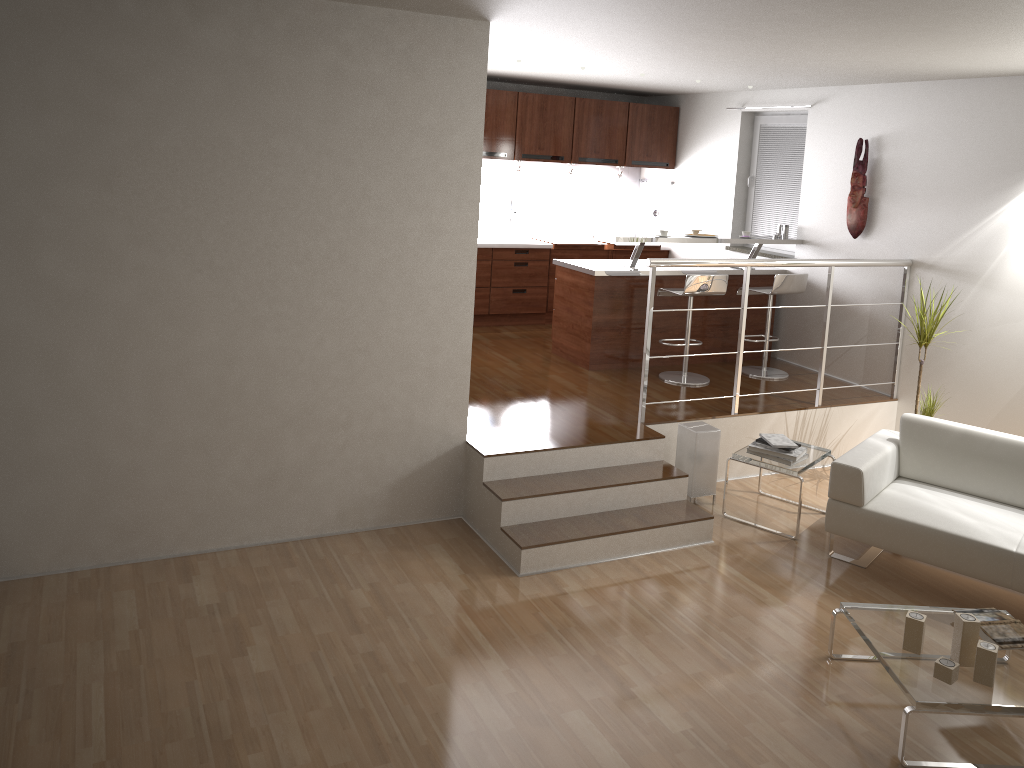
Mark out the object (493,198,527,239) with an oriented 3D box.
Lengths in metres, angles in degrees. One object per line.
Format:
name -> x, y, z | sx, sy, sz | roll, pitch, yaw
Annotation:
object -> -0.001, -1.669, 8.814 | 0.330, 0.397, 0.167 | -1, 9, -26

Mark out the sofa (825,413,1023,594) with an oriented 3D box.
sofa -> 2.644, 0.722, 4.465 | 1.809, 0.724, 0.916 | 14, 15, 38

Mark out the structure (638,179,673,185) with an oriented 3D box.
structure -> 1.525, -2.148, 9.305 | 0.048, 0.033, 0.613 | -2, 16, -25

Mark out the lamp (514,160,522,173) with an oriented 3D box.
lamp -> 0.056, -2.084, 8.403 | 0.080, 0.122, 0.082 | 5, 9, 13

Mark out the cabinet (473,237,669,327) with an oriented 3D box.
cabinet -> -0.090, -1.027, 8.658 | 3.507, 0.783, 0.696 | -4, 12, -26

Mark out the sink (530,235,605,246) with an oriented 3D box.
sink -> 0.558, -1.397, 8.946 | 0.601, 0.195, 0.616 | -3, 15, -26

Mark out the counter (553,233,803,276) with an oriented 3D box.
counter -> 1.476, -1.120, 7.417 | 2.105, 0.311, 0.860 | -4, 15, -26

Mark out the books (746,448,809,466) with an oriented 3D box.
books -> 1.586, 0.413, 5.235 | 0.292, 0.026, 0.229 | 17, 20, 42

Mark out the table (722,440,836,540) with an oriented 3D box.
table -> 1.630, 0.605, 5.332 | 0.471, 0.392, 0.557 | 12, 15, 38

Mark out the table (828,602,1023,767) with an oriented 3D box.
table -> 1.785, 1.178, 3.471 | 0.794, 0.244, 0.720 | 3, 14, -1

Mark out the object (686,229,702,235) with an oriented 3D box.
object -> 1.499, -1.230, 7.116 | 0.140, 0.041, 0.133 | -3, 15, -24

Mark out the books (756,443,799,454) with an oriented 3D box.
books -> 1.589, 0.366, 5.230 | 0.219, 0.014, 0.154 | 13, 17, 32

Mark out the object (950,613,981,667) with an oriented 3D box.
object -> 1.745, 0.978, 3.370 | 0.067, 0.193, 0.068 | 3, 7, -1

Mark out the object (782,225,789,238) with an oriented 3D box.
object -> 2.342, -1.305, 7.492 | 0.053, 0.109, 0.053 | -3, 10, -42

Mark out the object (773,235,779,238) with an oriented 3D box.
object -> 2.260, -1.266, 7.502 | 0.051, 0.019, 0.052 | -2, 15, -23

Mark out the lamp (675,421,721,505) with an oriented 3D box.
lamp -> 1.156, 0.499, 5.475 | 0.192, 0.471, 0.203 | 0, 8, -26

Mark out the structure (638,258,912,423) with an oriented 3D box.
structure -> 1.858, -0.339, 6.005 | 2.326, 1.031, 0.058 | -3, 8, -26

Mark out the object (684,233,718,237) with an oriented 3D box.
object -> 1.549, -1.213, 7.152 | 0.309, 0.010, 0.224 | -3, 16, -23

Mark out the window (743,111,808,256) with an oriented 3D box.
window -> 2.418, -1.815, 7.888 | 0.142, 1.242, 0.862 | 1, 9, -26

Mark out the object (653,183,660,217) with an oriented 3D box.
object -> 1.541, -1.942, 9.241 | 0.043, 0.358, 0.092 | 0, 7, -27

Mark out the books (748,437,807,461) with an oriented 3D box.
books -> 1.588, 0.387, 5.232 | 0.291, 0.026, 0.230 | 13, 17, 32

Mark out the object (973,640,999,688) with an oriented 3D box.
object -> 1.762, 1.032, 3.255 | 0.068, 0.148, 0.068 | 8, 9, 33

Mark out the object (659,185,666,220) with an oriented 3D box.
object -> 1.574, -1.900, 9.122 | 0.024, 0.374, 0.073 | 1, 7, -26

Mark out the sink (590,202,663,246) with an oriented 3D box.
sink -> 1.159, -1.621, 9.215 | 0.672, 0.567, 0.615 | -2, 12, -26

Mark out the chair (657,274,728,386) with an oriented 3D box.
chair -> 1.358, -0.448, 6.696 | 0.388, 0.831, 0.435 | 0, 8, -22

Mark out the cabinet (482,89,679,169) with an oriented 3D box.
cabinet -> 0.346, -2.524, 8.690 | 2.721, 0.623, 0.666 | -4, 13, -26

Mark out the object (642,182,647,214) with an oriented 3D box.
object -> 1.427, -1.996, 9.443 | 0.008, 0.370, 0.034 | 1, 7, -26

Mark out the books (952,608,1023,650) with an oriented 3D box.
books -> 1.996, 1.002, 3.600 | 0.203, 0.055, 0.300 | 1, 15, -11

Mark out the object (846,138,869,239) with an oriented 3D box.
object -> 2.706, -1.521, 6.826 | 0.152, 0.774, 0.153 | 6, 7, 18

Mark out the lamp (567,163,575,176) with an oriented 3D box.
lamp -> 0.577, -2.120, 8.658 | 0.080, 0.122, 0.082 | 5, 9, 13

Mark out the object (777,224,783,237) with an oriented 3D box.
object -> 2.311, -1.319, 7.542 | 0.053, 0.107, 0.053 | -3, 10, -42

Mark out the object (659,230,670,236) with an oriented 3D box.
object -> 1.195, -1.181, 6.867 | 0.079, 0.045, 0.068 | 7, 13, 17

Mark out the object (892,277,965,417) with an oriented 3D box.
object -> 2.670, 0.021, 5.749 | 0.501, 1.445, 0.449 | 2, 7, -14

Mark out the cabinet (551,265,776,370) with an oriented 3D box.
cabinet -> 1.313, -0.610, 7.487 | 1.850, 0.735, 0.648 | -3, 12, -26

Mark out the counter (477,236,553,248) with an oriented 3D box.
counter -> -0.696, -1.356, 8.311 | 2.105, 0.039, 0.698 | -4, 16, -26

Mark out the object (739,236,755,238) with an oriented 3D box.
object -> 1.938, -1.221, 7.274 | 0.142, 0.008, 0.131 | 17, 20, 41

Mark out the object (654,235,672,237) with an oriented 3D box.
object -> 1.177, -1.159, 6.866 | 0.129, 0.008, 0.144 | -3, 16, -23

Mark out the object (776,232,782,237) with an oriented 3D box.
object -> 2.282, -1.275, 7.488 | 0.051, 0.044, 0.052 | 8, 12, 20

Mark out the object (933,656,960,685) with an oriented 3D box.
object -> 1.618, 1.061, 3.261 | 0.067, 0.073, 0.068 | -5, 13, -41

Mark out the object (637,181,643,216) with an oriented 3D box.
object -> 1.385, -2.011, 9.499 | 0.033, 0.375, 0.066 | 1, 7, -26

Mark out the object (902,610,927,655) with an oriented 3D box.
object -> 1.585, 0.971, 3.447 | 0.068, 0.148, 0.068 | 8, 9, 33

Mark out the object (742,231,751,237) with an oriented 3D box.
object -> 1.949, -1.244, 7.279 | 0.079, 0.045, 0.069 | 6, 12, 10

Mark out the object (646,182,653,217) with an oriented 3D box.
object -> 1.473, -1.964, 9.333 | 0.020, 0.370, 0.108 | 1, 7, -26

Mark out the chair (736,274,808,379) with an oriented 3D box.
chair -> 2.072, -0.496, 7.045 | 0.388, 0.831, 0.434 | -1, 9, -31

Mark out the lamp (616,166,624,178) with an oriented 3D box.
lamp -> 1.098, -2.155, 8.912 | 0.080, 0.122, 0.082 | 5, 9, 13
